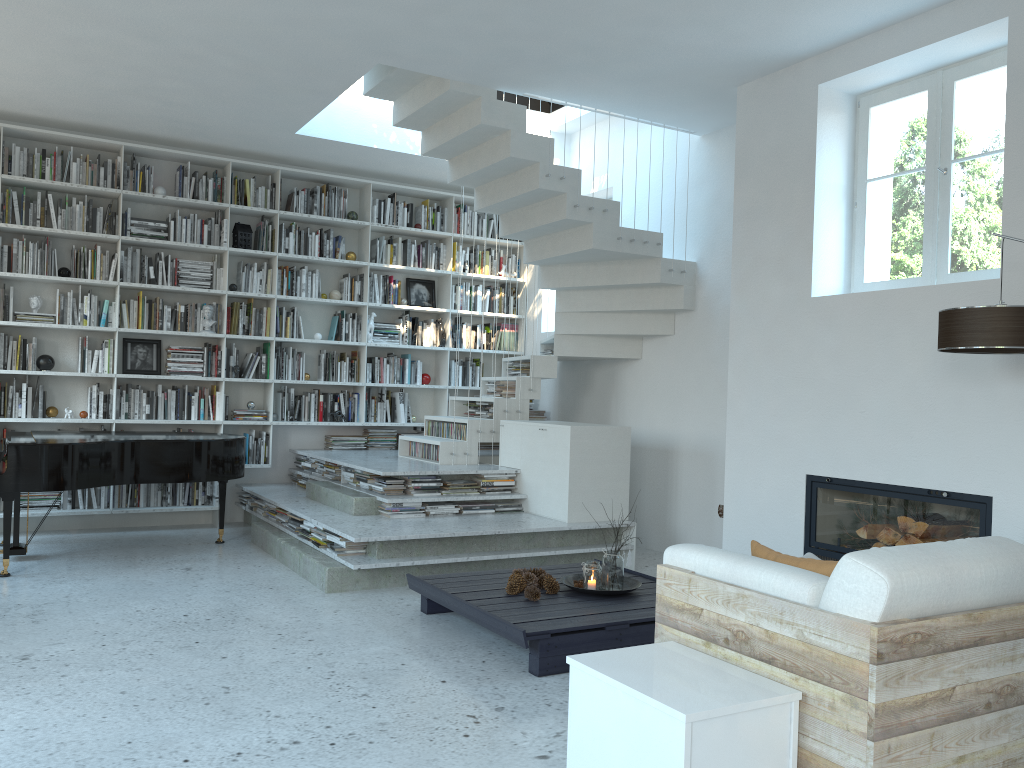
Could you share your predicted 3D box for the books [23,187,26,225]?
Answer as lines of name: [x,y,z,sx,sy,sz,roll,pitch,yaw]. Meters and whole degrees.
books: [-3.804,-1.364,6.911,0.012,0.315,0.171,2,0,-30]

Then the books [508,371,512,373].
books: [0.071,-0.105,7.965,0.166,0.018,0.264,2,-1,-11]

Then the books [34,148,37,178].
books: [-3.738,-1.703,6.952,0.010,0.264,0.160,2,0,-30]

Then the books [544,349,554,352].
books: [0.410,-0.301,8.159,0.150,0.017,0.288,2,-1,-15]

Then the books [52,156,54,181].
books: [-3.633,-1.675,7.008,0.011,0.216,0.160,2,0,-30]

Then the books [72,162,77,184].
books: [-3.503,-1.657,7.086,0.031,0.190,0.181,2,0,-30]

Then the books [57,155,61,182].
books: [-3.602,-1.683,7.043,0.029,0.235,0.130,2,0,-30]

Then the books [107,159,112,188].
books: [-3.288,-1.684,7.223,0.030,0.261,0.151,2,0,-30]

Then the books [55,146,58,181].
books: [-3.613,-1.715,7.022,0.010,0.299,0.151,2,0,-30]

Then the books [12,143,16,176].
books: [-3.878,-1.715,6.897,0.021,0.279,0.140,2,0,-30]

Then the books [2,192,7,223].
books: [-3.918,-1.339,6.843,0.023,0.256,0.174,2,0,-30]

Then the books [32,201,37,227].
books: [-3.745,-1.313,6.955,0.029,0.219,0.157,2,0,-30]

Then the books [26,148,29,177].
books: [-3.784,-1.698,6.922,0.012,0.250,0.174,2,0,-30]

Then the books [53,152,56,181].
books: [-3.622,-1.692,7.015,0.013,0.251,0.183,2,0,-30]

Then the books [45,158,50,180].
books: [-3.668,-1.669,7.001,0.030,0.201,0.152,2,0,-30]

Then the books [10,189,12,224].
books: [-3.887,-1.353,6.875,0.010,0.287,0.148,2,0,-30]

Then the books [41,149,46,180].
books: [-3.697,-1.703,6.994,0.028,0.268,0.151,2,0,-30]

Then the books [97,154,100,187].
books: [-3.349,-1.699,7.174,0.013,0.285,0.159,2,0,-30]

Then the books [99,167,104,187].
books: [-3.329,-1.648,7.179,0.031,0.185,0.176,2,0,-30]

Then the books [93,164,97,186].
books: [-3.368,-1.657,7.144,0.026,0.200,0.187,2,0,-30]

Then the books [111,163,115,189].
books: [-3.255,-1.665,7.218,0.026,0.225,0.172,2,0,-30]

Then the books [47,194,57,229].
books: [-3.635,-1.342,7.009,0.075,0.285,0.178,2,0,-30]

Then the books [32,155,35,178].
books: [-3.748,-1.675,6.944,0.015,0.207,0.166,2,0,-30]

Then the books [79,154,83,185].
books: [-3.465,-1.695,7.118,0.014,0.269,0.156,2,0,-30]

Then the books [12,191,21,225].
books: [-3.857,-1.345,6.900,0.067,0.274,0.168,2,0,-30]

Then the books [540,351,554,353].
books: [0.397,-0.289,8.155,0.184,0.006,0.262,2,-1,-24]

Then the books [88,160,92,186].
books: [-3.407,-1.672,7.138,0.021,0.228,0.161,2,0,-30]

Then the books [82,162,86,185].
books: [-3.451,-1.666,7.137,0.029,0.213,0.141,2,0,-30]

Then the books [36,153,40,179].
books: [-3.736,-1.688,6.983,0.025,0.235,0.129,2,0,-30]

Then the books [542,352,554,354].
books: [0.401,-0.281,8.156,0.169,0.010,0.282,2,-1,-15]

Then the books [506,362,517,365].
books: [0.069,-0.180,7.963,0.190,0.015,0.230,2,-1,-16]

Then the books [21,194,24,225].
books: [-3.820,-1.336,6.913,0.011,0.260,0.157,2,0,-30]

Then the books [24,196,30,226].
books: [-3.788,-1.326,6.922,0.031,0.242,0.181,2,0,-30]

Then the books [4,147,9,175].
books: [-3.909,-1.696,6.851,0.029,0.237,0.156,2,0,-30]

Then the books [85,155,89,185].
books: [-3.418,-1.692,7.124,0.014,0.266,0.192,2,0,-30]

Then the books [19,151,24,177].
books: [-3.820,-1.684,6.903,0.023,0.220,0.181,2,0,-30]

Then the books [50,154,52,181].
books: [-3.647,-1.685,7.009,0.013,0.234,0.154,2,0,-30]

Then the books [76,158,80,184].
books: [-3.482,-1.679,7.108,0.026,0.236,0.134,2,0,-30]

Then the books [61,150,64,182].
books: [-3.576,-1.703,7.040,0.013,0.276,0.164,2,0,-30]

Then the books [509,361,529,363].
books: [0.079,-0.194,7.966,0.165,0.014,0.235,2,-1,-13]

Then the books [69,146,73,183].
books: [-3.525,-1.720,7.081,0.014,0.315,0.166,2,0,-30]

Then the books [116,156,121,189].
books: [-3.221,-1.695,7.241,0.026,0.288,0.176,2,0,-30]

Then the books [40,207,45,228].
books: [-3.704,-1.292,6.990,0.034,0.180,0.160,2,0,-30]

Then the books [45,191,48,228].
books: [-3.685,-1.359,7.009,0.013,0.315,0.135,2,0,-30]

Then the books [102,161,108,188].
books: [-3.309,-1.673,7.202,0.026,0.237,0.149,2,0,-30]

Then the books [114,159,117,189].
books: [-3.241,-1.685,7.235,0.014,0.267,0.171,2,0,-30]

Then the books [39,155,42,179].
books: [-3.716,-1.678,6.985,0.012,0.216,0.150,2,0,-30]

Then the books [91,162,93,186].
books: [-3.386,-1.661,7.136,0.013,0.207,0.178,2,0,-30]

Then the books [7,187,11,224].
books: [-3.908,-1.364,6.889,0.014,0.309,0.130,2,0,-30]

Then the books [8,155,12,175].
books: [-3.894,-1.668,6.877,0.024,0.183,0.133,2,0,-30]

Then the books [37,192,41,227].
books: [-3.722,-1.349,6.967,0.023,0.293,0.155,2,0,-30]

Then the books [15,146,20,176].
books: [-3.846,-1.702,6.893,0.031,0.254,0.145,2,0,-30]

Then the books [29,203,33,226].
books: [-3.772,-1.305,6.948,0.024,0.201,0.153,2,0,-30]

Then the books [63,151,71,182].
books: [-3.547,-1.700,7.054,0.052,0.273,0.172,2,0,-30]

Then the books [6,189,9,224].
books: [-3.909,-1.352,6.864,0.013,0.283,0.158,2,0,-30]

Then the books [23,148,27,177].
books: [-3.801,-1.699,6.917,0.023,0.251,0.170,2,0,-30]

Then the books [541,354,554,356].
books: [0.399,-0.260,8.156,0.182,0.011,0.253,2,-1,-23]

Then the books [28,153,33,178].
books: [-3.760,-1.676,6.922,0.029,0.208,0.178,2,0,-30]
